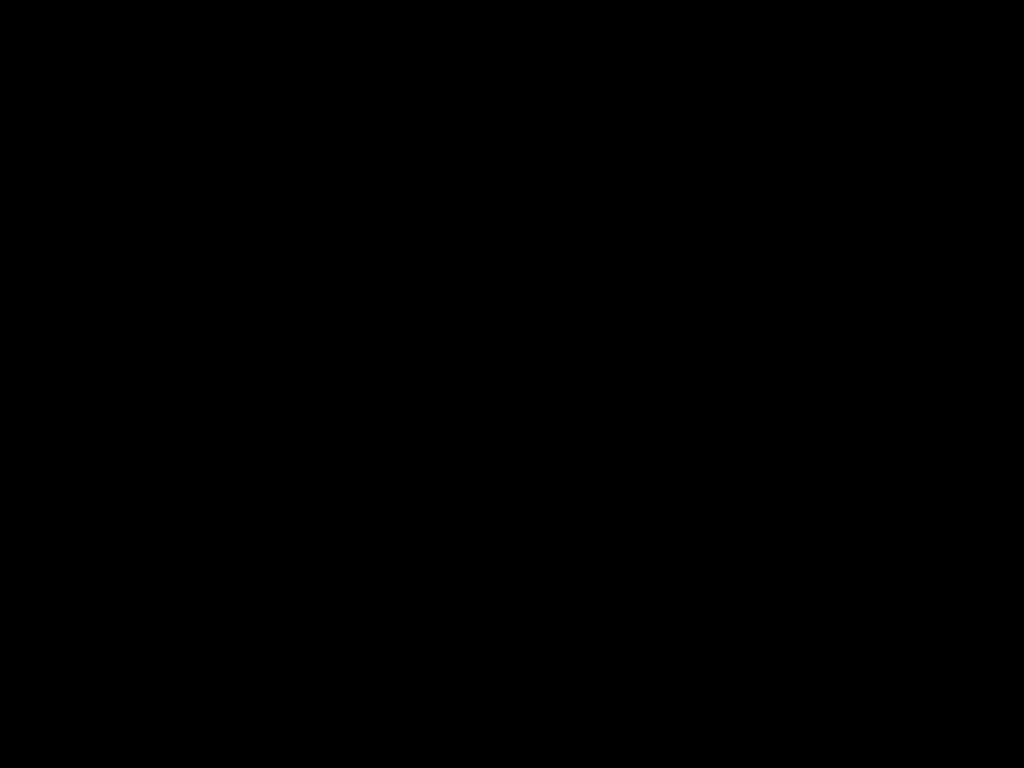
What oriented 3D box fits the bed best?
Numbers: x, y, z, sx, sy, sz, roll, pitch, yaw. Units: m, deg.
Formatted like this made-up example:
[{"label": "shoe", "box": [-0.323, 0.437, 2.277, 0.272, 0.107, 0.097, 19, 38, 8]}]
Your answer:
[{"label": "bed", "box": [0.066, -0.312, 1.438, 2.087, 0.994, 3.009, 2, -1, 33]}]
